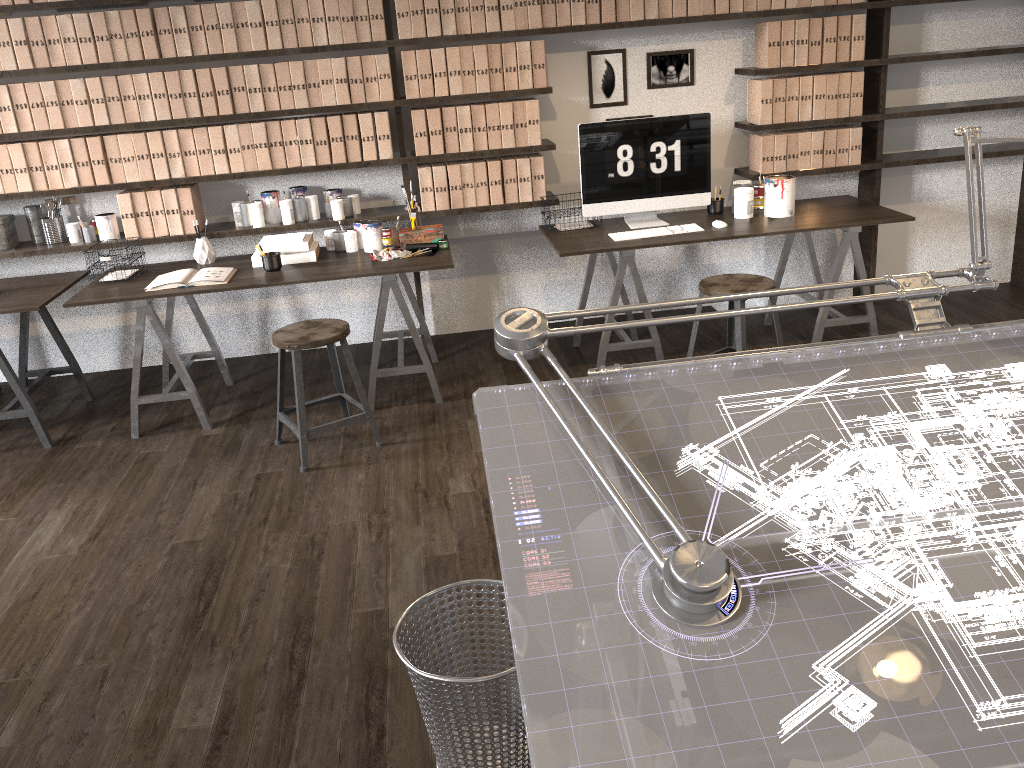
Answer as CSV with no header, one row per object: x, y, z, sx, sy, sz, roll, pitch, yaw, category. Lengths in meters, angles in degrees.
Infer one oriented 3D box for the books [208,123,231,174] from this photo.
-1.409,-1.146,4.310,0.067,0.222,0.177,-6,20,-5,books

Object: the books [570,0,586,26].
0.303,-1.854,4.290,0.067,0.222,0.177,-6,20,-5,books

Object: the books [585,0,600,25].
0.373,-1.864,4.301,0.067,0.222,0.177,-6,20,-5,books

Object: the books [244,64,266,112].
-1.221,-1.414,4.244,0.067,0.222,0.177,-6,20,-5,books

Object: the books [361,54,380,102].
-0.681,-1.478,4.297,0.067,0.222,0.177,-6,20,-5,books

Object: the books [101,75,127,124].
-1.858,-1.342,4.191,0.067,0.222,0.177,-6,20,-5,books

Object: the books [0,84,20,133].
-2.335,-1.286,4.145,0.067,0.222,0.177,-6,20,-5,books

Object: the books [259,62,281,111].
-1.151,-1.424,4.254,0.067,0.222,0.177,-6,20,-5,books

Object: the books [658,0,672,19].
0.727,-1.905,4.333,0.067,0.222,0.177,-6,20,-5,books

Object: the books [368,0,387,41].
-0.640,-1.741,4.212,0.067,0.222,0.177,-6,20,-5,books

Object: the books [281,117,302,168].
-1.073,-1.186,4.344,0.067,0.222,0.177,-6,20,-5,books

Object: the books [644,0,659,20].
0.658,-1.895,4.323,0.067,0.222,0.177,-6,20,-5,books

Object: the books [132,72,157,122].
-1.720,-1.357,4.201,0.067,0.222,0.177,-6,20,-5,books

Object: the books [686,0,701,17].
0.870,-1.920,4.343,0.067,0.222,0.177,-6,20,-5,books

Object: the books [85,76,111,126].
-1.927,-1.333,4.181,0.067,0.222,0.177,-6,20,-5,books

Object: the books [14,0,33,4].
-2.193,-1.819,3.983,0.067,0.222,0.177,-6,20,-5,books

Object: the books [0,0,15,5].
-2.268,-1.813,3.982,0.067,0.222,0.177,-6,20,-5,books

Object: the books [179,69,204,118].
-1.514,-1.381,4.220,0.067,0.222,0.177,-6,20,-5,books

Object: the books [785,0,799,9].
1.356,-1.975,4.385,0.067,0.222,0.177,-6,20,-5,books

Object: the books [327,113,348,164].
-0.857,-1.209,4.359,0.067,0.222,0.177,-6,20,-5,books

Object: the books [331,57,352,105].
-0.819,-1.460,4.279,0.067,0.222,0.177,-6,20,-5,books

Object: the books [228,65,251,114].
-1.292,-1.408,4.242,0.067,0.222,0.177,-6,20,-5,books

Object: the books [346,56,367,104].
-0.750,-1.469,4.289,0.067,0.222,0.177,-6,20,-5,books

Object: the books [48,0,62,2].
-2.055,-1.836,3.998,0.067,0.222,0.177,-6,20,-5,books

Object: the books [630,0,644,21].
0.587,-1.886,4.313,0.067,0.222,0.177,-6,20,-5,books

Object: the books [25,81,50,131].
-2.195,-1.304,4.162,0.067,0.222,0.177,-6,20,-5,books

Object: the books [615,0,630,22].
0.521,-1.881,4.314,0.067,0.222,0.177,-6,20,-5,books

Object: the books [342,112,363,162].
-0.784,-1.219,4.370,0.067,0.222,0.177,-6,20,-5,books

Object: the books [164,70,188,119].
-1.576,-1.373,4.211,0.067,0.222,0.177,-6,20,-5,books

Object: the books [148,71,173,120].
-1.648,-1.364,4.204,0.067,0.222,0.177,-6,20,-5,books

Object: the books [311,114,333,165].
-0.932,-1.202,4.357,0.067,0.222,0.177,-6,20,-5,books

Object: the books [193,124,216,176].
-1.479,-1.139,4.307,0.067,0.222,0.177,-6,20,-5,books

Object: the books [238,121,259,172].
-1.276,-1.162,4.325,0.067,0.222,0.177,-6,20,-5,books

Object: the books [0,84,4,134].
-2.406,-1.280,4.143,0.067,0.222,0.177,-6,20,-5,books

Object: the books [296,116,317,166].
-1.002,-1.193,4.347,0.067,0.222,0.177,-6,20,-5,books

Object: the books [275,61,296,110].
-1.081,-1.432,4.261,0.067,0.222,0.177,-6,20,-5,books

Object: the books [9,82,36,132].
-2.265,-1.296,4.155,0.067,0.222,0.177,-6,20,-5,books

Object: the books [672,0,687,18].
0.796,-1.912,4.337,0.067,0.222,0.177,-6,20,-5,books

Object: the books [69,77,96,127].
-1.999,-1.325,4.176,0.067,0.222,0.177,-6,20,-5,books

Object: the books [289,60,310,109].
-1.013,-1.437,4.261,0.067,0.222,0.177,-6,20,-5,books

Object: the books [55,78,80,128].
-2.062,-1.319,4.172,0.067,0.222,0.177,-6,20,-5,books

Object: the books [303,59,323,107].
-0.948,-1.447,4.271,0.067,0.222,0.177,-6,20,-5,books

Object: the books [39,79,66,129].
-2.127,-1.310,4.162,0.067,0.222,0.177,-6,20,-5,books

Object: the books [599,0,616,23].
0.448,-1.871,4.302,0.067,0.222,0.177,-6,20,-5,books

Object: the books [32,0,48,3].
-2.120,-1.829,3.995,0.067,0.222,0.177,-6,20,-5,books

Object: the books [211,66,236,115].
-1.365,-1.397,4.231,0.067,0.222,0.177,-6,20,-5,books

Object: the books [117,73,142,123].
-1.789,-1.351,4.199,0.067,0.222,0.177,-6,20,-5,books

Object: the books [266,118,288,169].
-1.143,-1.178,4.338,0.067,0.222,0.177,-6,20,-5,books

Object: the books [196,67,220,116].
-1.439,-1.391,4.229,0.067,0.222,0.177,-6,20,-5,books

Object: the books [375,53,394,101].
-0.616,-1.483,4.296,0.067,0.222,0.177,-6,20,-5,books

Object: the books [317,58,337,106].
-0.885,-1.453,4.275,0.067,0.222,0.177,-6,20,-5,books

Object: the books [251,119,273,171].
-1.209,-1.168,4.327,0.067,0.222,0.177,-6,20,-5,books
